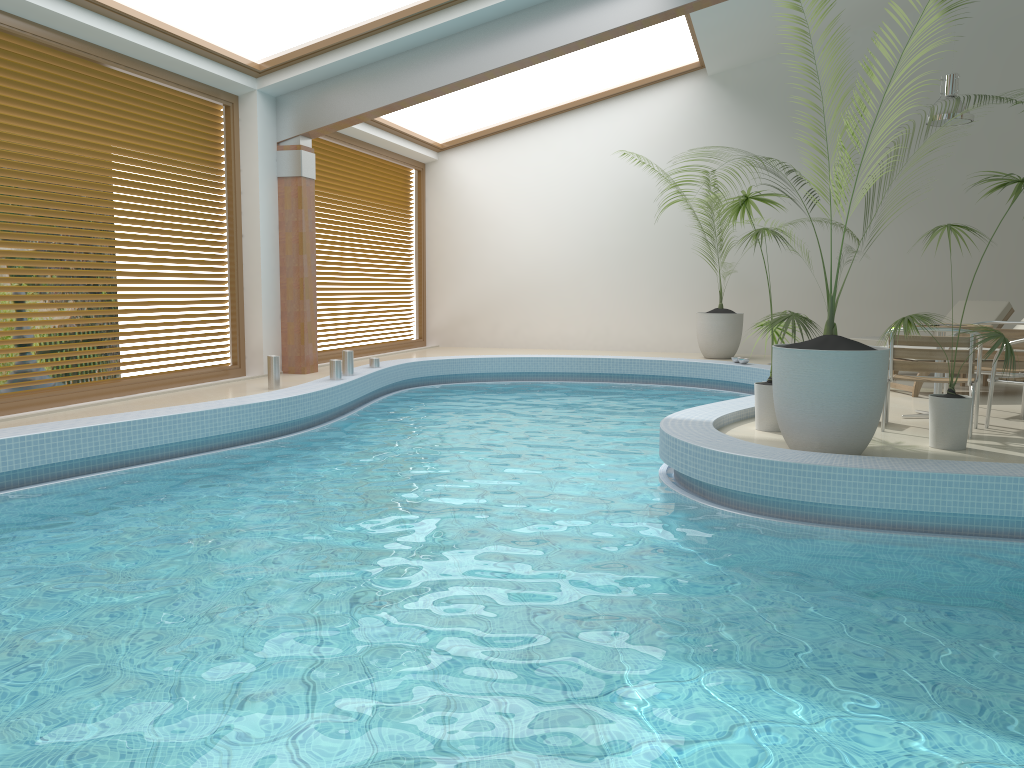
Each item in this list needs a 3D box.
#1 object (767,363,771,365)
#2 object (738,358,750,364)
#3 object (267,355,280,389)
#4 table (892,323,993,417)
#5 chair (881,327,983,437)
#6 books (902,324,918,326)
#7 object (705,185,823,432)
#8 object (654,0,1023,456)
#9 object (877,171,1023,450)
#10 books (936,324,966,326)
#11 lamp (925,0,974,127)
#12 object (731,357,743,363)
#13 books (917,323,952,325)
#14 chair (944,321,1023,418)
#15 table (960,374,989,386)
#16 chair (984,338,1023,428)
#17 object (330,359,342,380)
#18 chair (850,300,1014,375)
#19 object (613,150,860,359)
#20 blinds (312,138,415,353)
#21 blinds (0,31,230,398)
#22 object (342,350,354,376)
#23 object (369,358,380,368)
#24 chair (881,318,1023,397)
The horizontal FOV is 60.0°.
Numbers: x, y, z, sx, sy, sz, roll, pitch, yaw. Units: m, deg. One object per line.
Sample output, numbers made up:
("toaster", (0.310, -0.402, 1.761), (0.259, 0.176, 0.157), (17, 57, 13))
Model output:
("object", (3.239, -0.221, 11.013), (0.140, 0.069, 0.140), (-1, 6, -15))
("object", (2.812, -0.275, 10.754), (0.140, 0.069, 0.140), (-1, 6, -15))
("object", (-2.301, -0.113, 8.568), (0.115, 0.320, 0.115), (-3, 7, -25))
("table", (3.297, -0.096, 6.848), (0.700, 0.720, 0.700), (5, 8, 35))
("chair", (2.959, -0.045, 6.264), (0.618, 0.727, 0.563), (4, 7, 28))
("books", (3.088, -0.454, 6.779), (0.241, 0.004, 0.166), (-4, 7, -32))
("object", (1.761, -0.526, 6.219), (0.791, 1.695, 1.059), (1, 6, 3))
("object", (1.927, -1.076, 5.387), (2.979, 2.960, 2.729), (4, 7, 33))
("object", (2.837, -0.443, 5.501), (0.791, 1.695, 1.059), (-5, 8, -38))
("books", (3.301, -0.446, 6.717), (0.241, 0.004, 0.166), (-4, 7, -32))
("lamp", (5.076, -4.002, 10.174), (0.506, 1.958, 0.505), (2, 6, 16))
("object", (2.776, -0.295, 10.933), (0.140, 0.069, 0.140), (-1, 6, -15))
("books", (3.200, -0.454, 6.746), (0.241, 0.004, 0.166), (-4, 7, -32))
("chair", (3.908, -0.137, 7.163), (0.563, 0.727, 0.618), (-5, 8, -41))
("table", (4.761, -0.120, 9.291), (0.283, 0.255, 0.320), (0, 6, -5))
("chair", (3.782, -0.045, 6.303), (0.618, 0.727, 0.563), (-3, 7, -31))
("object", (-1.726, -0.139, 8.681), (0.115, 0.194, 0.115), (-4, 7, -33))
("chair", (4.926, -0.540, 10.341), (1.903, 0.866, 0.861), (-2, 7, -21))
("object", (3.099, -1.830, 12.403), (2.979, 2.960, 2.729), (-2, 7, -19))
("blinds", (-2.292, -1.894, 12.766), (0.095, 2.921, 4.414), (2, 6, 16))
("blinds", (-3.745, -1.365, 7.814), (0.095, 2.921, 4.200), (2, 6, 16))
("object", (-1.685, -0.215, 9.107), (0.115, 0.254, 0.115), (-4, 7, -33))
("object", (-1.555, -0.240, 10.030), (0.115, 0.107, 0.115), (-3, 7, -25))
("chair", (4.623, -0.352, 8.589), (1.903, 0.866, 0.861), (0, 6, -5))
